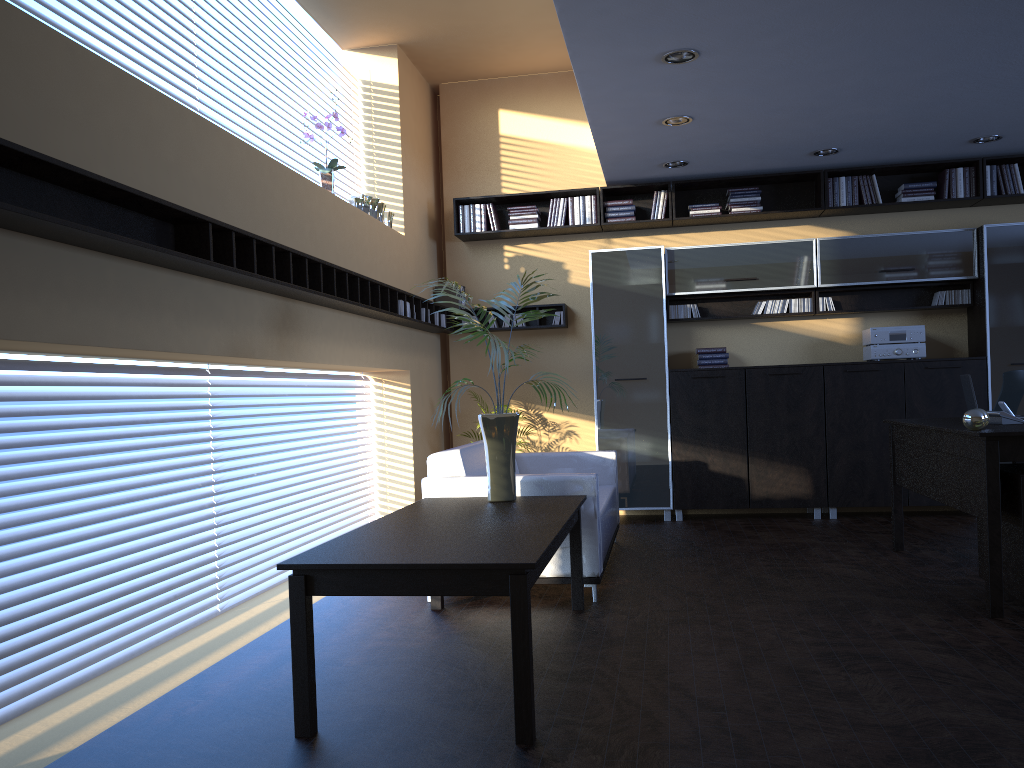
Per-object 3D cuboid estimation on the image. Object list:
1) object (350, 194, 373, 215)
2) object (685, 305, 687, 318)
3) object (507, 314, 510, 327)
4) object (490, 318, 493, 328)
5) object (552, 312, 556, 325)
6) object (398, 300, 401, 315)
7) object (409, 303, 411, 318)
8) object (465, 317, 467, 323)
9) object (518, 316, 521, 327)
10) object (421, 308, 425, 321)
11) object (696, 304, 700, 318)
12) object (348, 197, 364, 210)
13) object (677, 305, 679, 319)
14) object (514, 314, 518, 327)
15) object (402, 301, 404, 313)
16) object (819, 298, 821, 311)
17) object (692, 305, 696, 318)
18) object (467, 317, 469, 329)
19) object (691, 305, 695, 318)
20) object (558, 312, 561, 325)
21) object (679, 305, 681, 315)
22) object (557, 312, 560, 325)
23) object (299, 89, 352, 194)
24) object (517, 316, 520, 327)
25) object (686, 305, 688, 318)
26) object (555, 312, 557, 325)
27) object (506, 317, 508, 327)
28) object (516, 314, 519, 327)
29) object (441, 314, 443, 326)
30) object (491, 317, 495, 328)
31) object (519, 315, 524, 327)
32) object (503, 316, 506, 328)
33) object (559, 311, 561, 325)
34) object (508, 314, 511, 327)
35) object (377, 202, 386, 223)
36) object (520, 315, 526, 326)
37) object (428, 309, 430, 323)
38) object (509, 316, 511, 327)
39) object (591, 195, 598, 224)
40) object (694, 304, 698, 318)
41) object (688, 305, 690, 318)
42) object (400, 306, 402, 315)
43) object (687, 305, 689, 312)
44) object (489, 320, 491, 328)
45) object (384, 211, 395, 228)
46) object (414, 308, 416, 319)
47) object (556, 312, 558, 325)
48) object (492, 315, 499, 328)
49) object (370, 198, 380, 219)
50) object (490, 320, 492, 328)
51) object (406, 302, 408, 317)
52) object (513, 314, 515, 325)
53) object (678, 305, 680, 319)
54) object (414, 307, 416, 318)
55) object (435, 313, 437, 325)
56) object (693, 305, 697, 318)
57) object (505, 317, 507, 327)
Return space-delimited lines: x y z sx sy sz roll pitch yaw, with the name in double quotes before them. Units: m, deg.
"object" -1.131 -1.335 6.685 0.126 0.160 0.133 -2 0 30
"object" 1.566 -0.648 7.997 0.009 0.120 0.142 -2 0 9
"object" -0.024 -0.585 8.277 0.030 0.120 0.142 -2 0 10
"object" -0.180 -0.579 8.304 0.030 0.120 0.142 -2 0 10
"object" 0.400 -0.601 8.203 0.040 0.118 0.142 -2 0 10
"object" -0.911 -0.571 6.686 0.142 0.118 0.040 -2 1 10
"object" -0.867 -0.570 6.950 0.142 0.118 0.040 -2 1 10
"object" -0.418 -0.569 8.346 0.009 0.120 0.142 -2 0 10
"object" 0.081 -0.589 8.259 0.030 0.120 0.142 -2 0 10
"object" -0.795 -0.567 7.349 0.142 0.118 0.040 -2 1 10
"object" 1.672 -0.651 7.979 0.040 0.118 0.142 -2 0 10
"object" -1.153 -1.313 6.556 0.089 0.113 0.094 -2 0 -45
"object" 1.497 -0.646 8.011 0.009 0.120 0.142 -2 0 10
"object" 0.040 -0.588 8.266 0.009 0.120 0.142 -2 0 10
"object" -0.899 -0.572 6.771 0.142 0.120 0.009 -2 1 10
"object" 2.698 -0.693 7.801 0.009 0.120 0.142 -2 0 10
"object" 1.637 -0.651 7.985 0.030 0.120 0.142 -2 0 10
"object" -0.397 -0.570 8.342 0.009 0.120 0.142 -2 0 10
"object" 1.627 -0.650 7.986 0.026 0.117 0.140 -2 0 10
"object" 0.446 -0.603 8.195 0.030 0.120 0.142 -2 0 10
"object" 1.517 -0.646 8.007 0.009 0.120 0.142 -2 0 10
"object" 0.435 -0.603 8.197 0.030 0.120 0.142 -2 0 10
"object" -1.260 -1.607 6.023 0.351 0.695 0.437 -2 0 -11
"object" 0.071 -0.588 8.261 0.030 0.120 0.142 -2 0 10
"object" 1.576 -0.649 7.995 0.009 0.120 0.142 -2 0 10
"object" 0.415 -0.602 8.201 0.030 0.120 0.142 -2 0 10
"object" -0.035 -0.584 8.279 0.030 0.120 0.142 -2 0 10
"object" 0.061 -0.588 8.262 0.030 0.120 0.142 -2 0 10
"object" -0.691 -0.563 7.934 0.142 0.118 0.040 -2 1 10
"object" -0.170 -0.579 8.303 0.030 0.120 0.142 -2 0 10
"object" 0.091 -0.589 8.257 0.030 0.120 0.142 -2 0 10
"object" -0.059 -0.582 8.283 0.040 0.118 0.142 -2 0 10
"object" 0.446 -0.603 8.195 0.030 0.124 0.142 -2 0 10
"object" -0.014 -0.585 8.275 0.030 0.120 0.142 -2 0 10
"object" -1.071 -1.340 7.038 0.137 0.173 0.144 -2 0 0
"object" 0.106 -0.589 8.255 0.040 0.118 0.142 -2 0 10
"object" -0.769 -0.567 7.479 0.142 0.120 0.030 -2 1 10
"object" -0.014 -0.585 8.275 0.030 0.124 0.142 -2 0 10
"object" 0.755 -1.558 8.042 0.050 0.258 0.207 -2 0 9
"object" 1.656 -0.652 7.979 0.030 0.120 0.142 -2 0 10
"object" 1.596 -0.650 7.991 0.009 0.120 0.142 -2 0 10
"object" -0.906 -0.573 6.709 0.142 0.120 0.009 -2 1 10
"object" 1.586 -0.649 7.995 0.009 0.120 0.142 -2 0 10
"object" -0.200 -0.578 8.308 0.030 0.120 0.142 -2 0 10
"object" -1.031 -1.326 7.263 0.117 0.149 0.124 -2 0 10
"object" -0.843 -0.569 7.078 0.142 0.118 0.040 -2 1 10
"object" 0.425 -0.603 8.199 0.030 0.120 0.142 -2 0 10
"object" -0.155 -0.579 8.300 0.040 0.118 0.142 -2 0 10
"object" -1.104 -1.341 6.862 0.137 0.173 0.144 -2 0 -30
"object" -0.190 -0.578 8.306 0.030 0.120 0.142 -2 0 10
"object" -0.879 -0.572 6.855 0.142 0.120 0.009 -2 1 10
"object" 0.030 -0.587 8.268 0.009 0.120 0.142 -2 0 10
"object" 1.506 -0.646 8.007 0.009 0.120 0.142 -2 0 10
"object" -0.842 -0.569 7.078 0.140 0.116 0.036 -2 1 10
"object" -0.729 -0.564 7.744 0.142 0.118 0.040 -2 1 10
"object" 1.647 -0.651 7.987 0.030 0.120 0.142 -2 0 10
"object" -0.045 -0.584 8.281 0.030 0.120 0.142 -2 0 10
